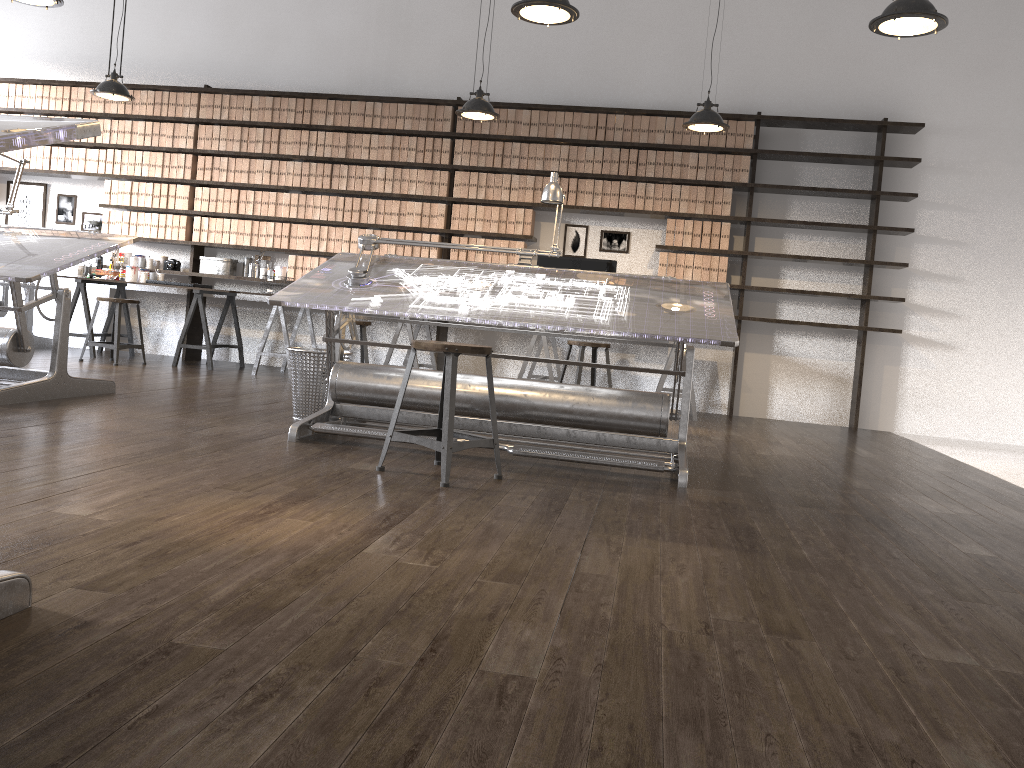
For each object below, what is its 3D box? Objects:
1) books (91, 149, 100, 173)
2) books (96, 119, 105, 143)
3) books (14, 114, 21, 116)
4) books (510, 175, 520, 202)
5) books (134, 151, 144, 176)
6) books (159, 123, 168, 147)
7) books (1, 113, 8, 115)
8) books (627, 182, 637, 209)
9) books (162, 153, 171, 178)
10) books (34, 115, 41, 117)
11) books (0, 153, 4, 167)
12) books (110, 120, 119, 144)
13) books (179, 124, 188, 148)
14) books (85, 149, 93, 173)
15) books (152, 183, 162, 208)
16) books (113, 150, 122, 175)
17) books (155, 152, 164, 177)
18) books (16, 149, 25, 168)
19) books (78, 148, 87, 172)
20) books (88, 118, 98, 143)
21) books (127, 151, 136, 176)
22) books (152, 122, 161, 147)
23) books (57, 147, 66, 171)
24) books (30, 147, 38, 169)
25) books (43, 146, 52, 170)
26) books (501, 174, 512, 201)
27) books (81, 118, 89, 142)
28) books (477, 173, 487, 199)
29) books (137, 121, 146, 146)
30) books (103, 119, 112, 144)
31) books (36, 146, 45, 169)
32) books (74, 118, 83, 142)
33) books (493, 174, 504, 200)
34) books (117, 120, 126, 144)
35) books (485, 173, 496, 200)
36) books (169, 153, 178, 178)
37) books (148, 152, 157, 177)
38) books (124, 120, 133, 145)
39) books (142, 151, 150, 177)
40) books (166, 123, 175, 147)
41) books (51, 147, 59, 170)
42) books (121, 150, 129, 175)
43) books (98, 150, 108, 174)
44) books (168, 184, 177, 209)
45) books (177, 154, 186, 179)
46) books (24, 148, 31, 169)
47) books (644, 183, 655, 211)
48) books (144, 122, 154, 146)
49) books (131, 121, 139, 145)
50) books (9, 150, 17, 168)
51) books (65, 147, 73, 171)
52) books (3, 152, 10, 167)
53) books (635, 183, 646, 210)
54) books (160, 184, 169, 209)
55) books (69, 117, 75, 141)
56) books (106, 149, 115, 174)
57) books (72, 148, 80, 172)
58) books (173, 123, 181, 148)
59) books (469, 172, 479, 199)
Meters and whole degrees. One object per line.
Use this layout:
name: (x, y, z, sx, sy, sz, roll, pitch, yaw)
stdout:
books: (-3.773, -2.025, 8.126, 0.067, 0.225, 0.175, 5, 2, 9)
books: (-3.724, -2.296, 8.120, 0.067, 0.225, 0.175, 5, 2, 9)
books: (-4.555, -2.380, 8.250, 0.067, 0.225, 0.175, 5, 2, 9)
books: (0.038, -1.645, 7.504, 0.067, 0.225, 0.175, 5, 2, 9)
books: (-3.347, -1.989, 8.055, 0.067, 0.225, 0.175, 5, 2, 9)
books: (-3.112, -2.234, 8.021, 0.067, 0.225, 0.174, 5, 2, 9)
books: (-4.691, -2.394, 8.278, 0.067, 0.225, 0.174, 5, 2, 9)
books: (0.996, -1.547, 7.344, 0.067, 0.225, 0.175, 5, 2, 9)
books: (-3.081, -1.962, 8.016, 0.067, 0.225, 0.175, 5, 2, 9)
books: (-4.357, -2.360, 8.218, 0.067, 0.225, 0.175, 5, 2, 9)
books: (-4.728, -2.122, 8.285, 0.067, 0.225, 0.175, 5, 2, 9)
books: (-3.585, -2.282, 8.097, 0.067, 0.225, 0.174, 5, 2, 9)
books: (-2.917, -2.214, 7.985, 0.067, 0.225, 0.175, 5, 2, 9)
books: (-3.834, -2.031, 8.138, 0.067, 0.225, 0.175, 5, 2, 9)
books: (-3.177, -1.694, 8.034, 0.067, 0.225, 0.175, 5, 2, 9)
books: (-3.553, -2.010, 8.091, 0.067, 0.225, 0.174, 5, 2, 9)
books: (-3.149, -1.968, 8.021, 0.067, 0.225, 0.175, 5, 2, 9)
books: (-4.521, -2.100, 8.245, 0.067, 0.225, 0.175, 5, 2, 9)
books: (-3.901, -2.038, 8.144, 0.067, 0.225, 0.175, 5, 2, 9)
books: (-3.799, -2.303, 8.127, 0.067, 0.225, 0.175, 5, 2, 9)
books: (-3.415, -1.996, 8.070, 0.067, 0.225, 0.175, 5, 2, 9)
books: (-3.181, -2.241, 8.030, 0.067, 0.225, 0.175, 5, 2, 9)
books: (-4.106, -2.059, 8.180, 0.067, 0.225, 0.174, 5, 2, 9)
books: (-4.387, -2.087, 8.228, 0.067, 0.225, 0.175, 5, 2, 9)
books: (-4.250, -2.073, 8.202, 0.067, 0.225, 0.175, 5, 2, 9)
books: (-0.033, -1.652, 7.514, 0.067, 0.225, 0.175, 5, 2, 9)
books: (-3.871, -2.311, 8.144, 0.067, 0.225, 0.175, 5, 2, 9)
books: (-0.239, -1.673, 7.549, 0.067, 0.225, 0.174, 5, 2, 9)
books: (-3.322, -2.255, 8.051, 0.067, 0.225, 0.175, 5, 2, 9)
books: (-3.655, -2.289, 8.104, 0.067, 0.225, 0.174, 5, 2, 9)
books: (-4.322, -2.081, 8.220, 0.067, 0.225, 0.175, 5, 2, 9)
books: (-3.946, -2.318, 8.154, 0.067, 0.225, 0.175, 5, 2, 9)
books: (-0.102, -1.659, 7.529, 0.067, 0.225, 0.175, 5, 2, 9)
books: (-3.515, -2.275, 8.086, 0.067, 0.225, 0.175, 5, 2, 9)
books: (-0.170, -1.666, 7.542, 0.067, 0.225, 0.174, 5, 2, 9)
books: (-3.012, -1.955, 8.005, 0.067, 0.225, 0.174, 5, 2, 9)
books: (-3.213, -1.975, 8.037, 0.067, 0.225, 0.175, 5, 2, 9)
books: (-3.450, -2.268, 8.069, 0.067, 0.225, 0.175, 5, 2, 9)
books: (-3.275, -1.981, 8.045, 0.067, 0.225, 0.175, 5, 2, 9)
books: (-3.045, -2.227, 8.003, 0.067, 0.225, 0.175, 5, 2, 9)
books: (-4.175, -2.066, 8.196, 0.067, 0.225, 0.175, 5, 2, 9)
books: (-3.484, -2.003, 8.083, 0.067, 0.225, 0.174, 5, 2, 9)
books: (-3.702, -2.018, 8.113, 0.067, 0.225, 0.175, 5, 2, 9)
books: (-3.031, -1.679, 8.010, 0.067, 0.225, 0.175, 5, 2, 9)
books: (-2.943, -1.948, 7.990, 0.067, 0.225, 0.174, 5, 2, 9)
books: (-4.450, -2.093, 8.233, 0.067, 0.225, 0.175, 5, 2, 9)
books: (1.138, -1.533, 7.324, 0.067, 0.225, 0.174, 5, 2, 9)
books: (-3.251, -2.248, 8.038, 0.067, 0.225, 0.175, 5, 2, 9)
books: (-3.383, -2.262, 8.063, 0.067, 0.225, 0.175, 5, 2, 9)
books: (-4.591, -2.108, 8.260, 0.067, 0.225, 0.174, 5, 2, 9)
books: (-4.036, -2.052, 8.172, 0.067, 0.225, 0.174, 5, 2, 9)
books: (-4.659, -2.115, 8.275, 0.067, 0.225, 0.174, 5, 2, 9)
books: (1.067, -1.540, 7.333, 0.067, 0.225, 0.175, 5, 2, 9)
books: (-3.104, -1.686, 8.017, 0.067, 0.225, 0.175, 5, 2, 9)
books: (-4.008, -2.324, 8.160, 0.067, 0.225, 0.175, 5, 2, 9)
books: (-3.625, -2.017, 8.099, 0.067, 0.225, 0.175, 5, 2, 9)
books: (-3.966, -2.045, 8.161, 0.067, 0.225, 0.175, 5, 2, 9)
books: (-2.978, -2.220, 7.997, 0.067, 0.225, 0.175, 5, 2, 9)
books: (-0.311, -1.680, 7.558, 0.067, 0.225, 0.175, 5, 2, 9)
